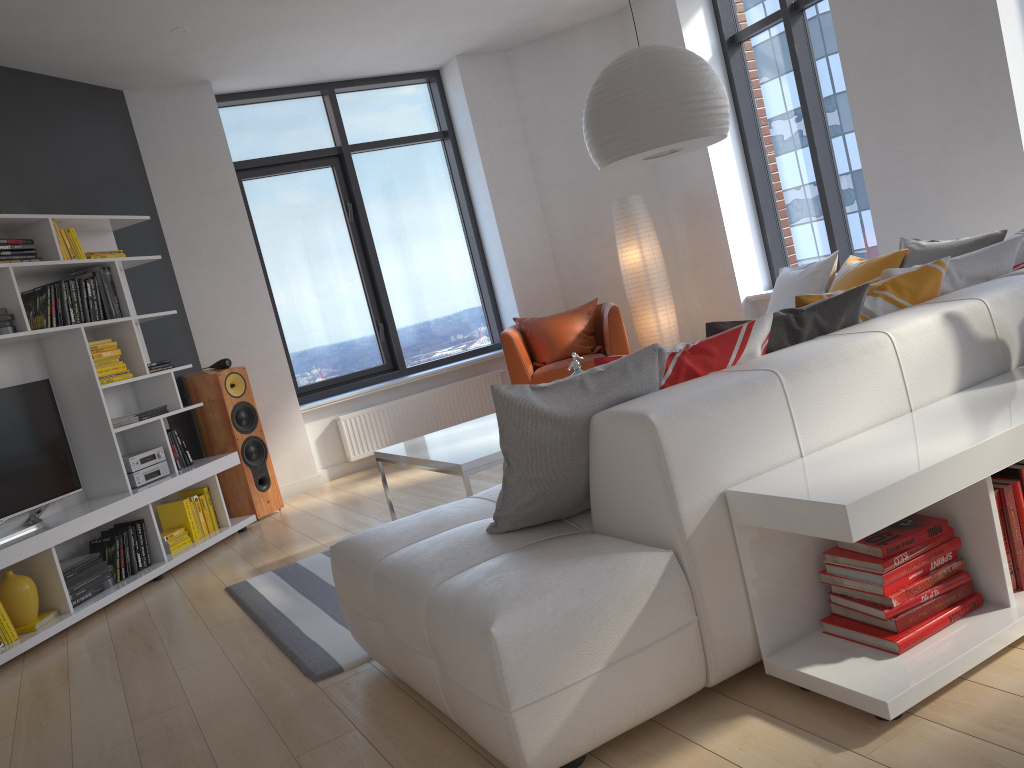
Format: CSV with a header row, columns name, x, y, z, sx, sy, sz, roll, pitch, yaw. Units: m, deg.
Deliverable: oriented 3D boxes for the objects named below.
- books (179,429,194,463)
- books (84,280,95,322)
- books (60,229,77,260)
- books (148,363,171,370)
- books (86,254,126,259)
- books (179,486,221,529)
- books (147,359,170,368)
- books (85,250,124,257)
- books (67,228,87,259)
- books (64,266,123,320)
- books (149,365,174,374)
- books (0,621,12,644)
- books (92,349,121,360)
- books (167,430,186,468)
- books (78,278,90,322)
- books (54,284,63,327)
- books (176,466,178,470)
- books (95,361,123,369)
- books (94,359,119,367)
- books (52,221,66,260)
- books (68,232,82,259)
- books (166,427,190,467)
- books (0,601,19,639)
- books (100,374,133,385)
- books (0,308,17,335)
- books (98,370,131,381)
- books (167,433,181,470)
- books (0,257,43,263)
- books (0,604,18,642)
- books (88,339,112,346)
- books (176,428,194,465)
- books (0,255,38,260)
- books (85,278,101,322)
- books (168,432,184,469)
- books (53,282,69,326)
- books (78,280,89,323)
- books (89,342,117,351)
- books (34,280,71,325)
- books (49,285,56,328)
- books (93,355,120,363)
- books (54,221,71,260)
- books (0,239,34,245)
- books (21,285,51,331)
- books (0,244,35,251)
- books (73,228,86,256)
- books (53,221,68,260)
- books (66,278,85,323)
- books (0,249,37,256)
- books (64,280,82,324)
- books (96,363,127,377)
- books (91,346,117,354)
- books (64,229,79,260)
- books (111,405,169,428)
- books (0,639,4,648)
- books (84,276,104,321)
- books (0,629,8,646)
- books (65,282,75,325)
name,x,y,z,sx,sy,sz,roll,pitch,yaw
books,-2.104,0.407,5.510,0.179,0.233,0.077,-12,6,18
books,-2.435,-0.447,4.980,0.179,0.243,0.071,-12,6,17
books,-2.499,-0.752,4.898,0.132,0.180,0.054,-12,6,18
books,-2.202,-0.093,5.405,0.142,0.015,0.198,-12,6,17
books,-2.432,-0.721,5.196,0.194,0.028,0.257,-11,6,23
books,-1.939,0.782,5.503,0.213,0.270,0.025,-12,6,18
books,-2.220,-0.109,5.410,0.161,0.023,0.213,-12,6,22
books,-2.447,-0.744,5.193,0.203,0.024,0.257,-12,6,21
books,-2.478,-0.765,4.955,0.141,0.184,0.064,-12,6,19
books,-2.432,-0.499,5.149,0.259,0.321,0.128,-12,6,18
books,-2.195,-0.076,5.408,0.161,0.023,0.213,-12,6,22
books,-2.320,1.092,3.962,0.113,0.169,0.049,-12,6,17
books,-2.393,-0.150,5.075,0.176,0.033,0.239,-12,6,21
books,-2.099,0.412,5.411,0.169,0.242,0.050,-12,6,18
books,-2.455,-0.444,4.959,0.192,0.254,0.075,-12,6,17
books,-2.500,-0.402,4.767,0.169,0.233,0.081,-12,6,17
books,-2.141,0.416,5.341,0.202,0.268,0.053,-12,6,18
books,-2.386,-0.086,5.071,0.189,0.014,0.251,-12,6,21
books,-2.374,-0.105,5.054,0.145,0.023,0.217,-11,6,22
books,-2.524,-0.762,4.814,0.161,0.229,0.041,-12,6,17
books,-2.469,-0.752,4.930,0.108,0.161,0.046,-12,6,17
books,-2.102,0.404,5.441,0.193,0.255,0.066,-12,6,18
books,-2.332,1.076,4.015,0.149,0.193,0.046,-12,6,19
books,-2.338,-0.008,5.075,0.194,0.028,0.257,-11,6,23
books,-2.663,-0.267,4.334,0.277,0.137,0.343,-13,6,13
books,-2.353,-0.030,5.072,0.203,0.024,0.257,-12,6,21
books,-2.125,0.425,5.372,0.189,0.240,0.053,-12,6,19
books,-2.628,-0.612,4.604,0.214,0.030,0.284,-12,6,22
books,-2.330,1.079,3.989,0.148,0.193,0.067,-12,6,19
books,-2.433,-0.217,5.067,0.163,0.023,0.223,-11,6,22
books,-2.085,0.403,5.468,0.177,0.242,0.066,-12,6,18
books,-2.638,-0.635,4.602,0.189,0.020,0.264,-12,6,17
books,-2.435,-0.453,5.019,0.191,0.249,0.084,-12,6,18
books,-2.111,0.421,5.393,0.170,0.236,0.049,-12,6,19
books,-2.479,-0.414,4.796,0.172,0.242,0.069,-12,6,19
books,-2.436,-0.438,4.930,0.172,0.242,0.069,-12,6,19
books,-2.403,-0.200,5.071,0.163,0.023,0.223,-11,6,22
books,-2.498,-0.419,4.825,0.192,0.254,0.075,-12,6,17
books,-2.521,-0.394,4.742,0.187,0.234,0.096,-12,6,19
books,-2.392,-0.123,5.069,0.171,0.019,0.239,-12,6,18
books,-2.534,-0.764,4.873,0.164,0.224,0.054,-12,6,17
books,-2.661,-0.713,4.598,0.209,0.030,0.266,-13,6,12
books,-2.526,-0.390,4.708,0.182,0.234,0.104,-12,6,18
books,-2.643,-0.690,4.600,0.180,0.026,0.246,-12,6,21
books,-2.480,-0.768,4.980,0.142,0.184,0.044,-12,6,19
books,-2.534,-0.761,4.842,0.163,0.224,0.041,-12,6,17
books,-2.471,-0.439,4.917,0.197,0.260,0.066,-12,6,18
books,-2.662,-0.657,4.608,0.214,0.030,0.284,-12,6,22
books,-2.478,-0.429,4.885,0.191,0.249,0.084,-12,6,18
books,-2.365,-0.062,5.071,0.189,0.042,0.243,-12,6,18
books,-2.403,-0.176,5.067,0.160,0.022,0.227,-10,7,34
books,-2.487,-0.756,4.915,0.128,0.178,0.044,-12,6,18
books,-2.235,0.197,5.265,0.250,0.047,0.310,-12,6,14
books,-2.352,1.093,3.929,0.138,0.188,0.056,-12,6,18
books,-2.428,-0.464,5.051,0.197,0.260,0.066,-12,6,18
books,-2.339,1.088,3.947,0.134,0.187,0.046,-12,6,18
books,-2.483,-0.419,4.849,0.179,0.243,0.068,-12,6,17
